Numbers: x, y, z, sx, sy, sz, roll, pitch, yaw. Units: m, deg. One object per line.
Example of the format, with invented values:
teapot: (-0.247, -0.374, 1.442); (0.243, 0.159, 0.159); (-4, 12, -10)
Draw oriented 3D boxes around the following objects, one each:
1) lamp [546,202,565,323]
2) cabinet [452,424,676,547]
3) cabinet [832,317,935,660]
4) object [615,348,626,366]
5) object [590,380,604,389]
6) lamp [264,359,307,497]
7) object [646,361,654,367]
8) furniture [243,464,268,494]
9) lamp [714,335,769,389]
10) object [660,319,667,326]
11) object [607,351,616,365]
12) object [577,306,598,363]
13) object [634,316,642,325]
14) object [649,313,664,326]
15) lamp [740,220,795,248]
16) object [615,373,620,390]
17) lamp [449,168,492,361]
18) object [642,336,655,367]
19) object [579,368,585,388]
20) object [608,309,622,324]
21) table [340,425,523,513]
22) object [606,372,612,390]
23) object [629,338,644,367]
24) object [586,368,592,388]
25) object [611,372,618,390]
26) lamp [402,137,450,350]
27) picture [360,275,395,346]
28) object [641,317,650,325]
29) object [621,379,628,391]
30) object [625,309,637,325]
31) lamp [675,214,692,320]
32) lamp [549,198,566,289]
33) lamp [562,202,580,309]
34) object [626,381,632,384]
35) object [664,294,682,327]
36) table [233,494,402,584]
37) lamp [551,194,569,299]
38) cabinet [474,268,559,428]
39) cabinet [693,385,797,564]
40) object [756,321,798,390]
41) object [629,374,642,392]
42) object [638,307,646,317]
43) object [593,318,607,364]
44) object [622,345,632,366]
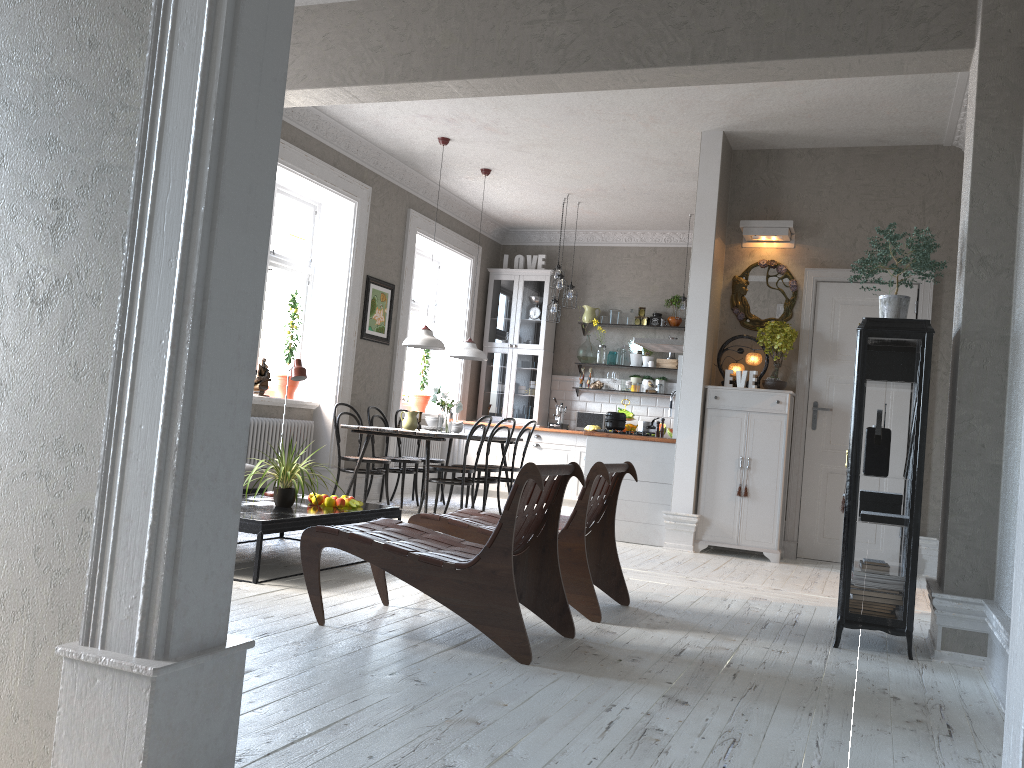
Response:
lamp: (0.516, -1.531, 9.567); (0.148, 1.735, 0.145); (6, -3, -11)
cabinet: (0.930, 0.930, 9.044); (2.018, 0.854, 4.131); (6, -3, -22)
cabinet: (1.731, 0.463, 4.145); (0.343, 1.472, 0.627); (4, -3, 22)
object: (1.290, -0.319, 10.526); (0.122, 0.206, 0.127); (2, -4, 44)
object: (1.018, 0.009, 10.633); (0.177, 0.111, 0.096); (5, -3, -2)
lamp: (-1.365, 0.264, 5.350); (0.140, 0.839, 0.246); (7, -3, -33)
object: (1.629, -0.230, 10.363); (0.064, 0.071, 0.104); (7, -4, -38)
furniture: (-1.971, 0.679, 5.284); (0.575, 0.476, 0.839); (4, -3, 22)
lamp: (1.837, -0.116, 7.078); (0.441, 0.558, 0.175); (4, -3, 29)
object: (1.777, -0.715, 10.357); (0.092, 0.096, 0.076); (4, -3, 22)
object: (1.209, -0.303, 10.652); (0.124, 0.172, 0.128); (4, -3, 25)
object: (0.903, -0.584, 10.682); (0.337, 0.674, 0.335); (6, -3, -10)
object: (1.502, -0.740, 10.519); (0.081, 0.113, 0.084); (4, -3, 22)
object: (1.716, -0.753, 10.490); (0.140, 0.174, 0.144); (4, -3, 22)
lamp: (2.058, -1.208, 7.142); (0.410, 0.171, 0.223); (4, -3, 21)
object: (1.242, -0.028, 10.592); (0.081, 0.217, 0.082); (5, -3, 8)
lamp: (-0.338, -1.166, 8.585); (0.372, 1.859, 0.386); (4, -3, 29)
object: (1.606, -0.382, 10.453); (0.186, 0.380, 0.167); (6, -3, -18)
object: (0.849, -0.076, 10.748); (0.053, 0.264, 0.061); (6, -3, -7)
object: (1.233, -0.794, 10.632); (0.175, 0.184, 0.169); (7, -3, -29)
table: (-0.696, 0.808, 8.168); (0.892, 0.735, 1.947); (4, -3, 22)
object: (1.164, -0.033, 10.626); (0.081, 0.217, 0.082); (5, -3, 8)
object: (1.503, -0.375, 10.548); (0.240, 0.354, 0.239); (3, -4, 39)
object: (0.940, -0.071, 10.696); (0.062, 0.264, 0.052); (7, -3, -32)
object: (1.210, -0.035, 10.507); (0.081, 0.217, 0.082); (5, -3, 8)
lamp: (-0.683, -1.237, 7.748); (0.386, 1.859, 0.372); (7, -3, -31)
picture: (-1.310, -0.714, 8.695); (0.019, 0.620, 0.528); (4, -3, 23)
object: (1.581, -0.734, 10.485); (0.081, 0.113, 0.084); (3, -3, 32)
object: (1.329, 0.014, 10.494); (0.079, 0.139, 0.078); (5, -3, -6)
object: (1.435, -0.792, 10.659); (0.142, 0.220, 0.138); (6, -3, -19)
lamp: (1.912, -1.561, 9.607); (0.150, 1.735, 0.143); (7, -4, -36)
lamp: (0.548, -1.877, 9.412); (0.146, 1.735, 0.147); (5, -3, 9)
lamp: (0.690, -1.678, 9.510); (0.146, 1.735, 0.147); (5, -3, 9)
object: (1.376, -0.001, 10.431); (0.077, 0.051, 0.077); (5, -3, 7)
object: (1.923, -0.852, 10.371); (0.246, 0.397, 0.255); (8, -4, -44)
table: (-1.320, 0.817, 4.892); (0.837, 0.303, 1.328); (4, -3, 22)
lamp: (0.563, -1.753, 9.223); (0.149, 1.735, 0.144); (6, -3, -21)
cabinet: (0.082, -0.427, 10.902); (0.867, 1.921, 0.393); (4, -3, 21)
cabinet: (1.815, 0.689, 6.913); (0.657, 1.297, 0.389); (4, -3, 21)
object: (2.074, -0.218, 6.913); (0.347, 0.553, 0.291); (7, -4, -34)
object: (1.460, -0.013, 10.537); (0.156, 0.217, 0.156); (5, -3, 1)
object: (1.539, -0.850, 10.501); (0.083, 0.113, 0.083); (5, -3, 2)
object: (1.041, -0.509, 10.576); (0.190, 0.540, 0.283); (4, -3, 14)
object: (1.371, -0.334, 10.660); (0.129, 0.264, 0.134); (4, -3, 27)
